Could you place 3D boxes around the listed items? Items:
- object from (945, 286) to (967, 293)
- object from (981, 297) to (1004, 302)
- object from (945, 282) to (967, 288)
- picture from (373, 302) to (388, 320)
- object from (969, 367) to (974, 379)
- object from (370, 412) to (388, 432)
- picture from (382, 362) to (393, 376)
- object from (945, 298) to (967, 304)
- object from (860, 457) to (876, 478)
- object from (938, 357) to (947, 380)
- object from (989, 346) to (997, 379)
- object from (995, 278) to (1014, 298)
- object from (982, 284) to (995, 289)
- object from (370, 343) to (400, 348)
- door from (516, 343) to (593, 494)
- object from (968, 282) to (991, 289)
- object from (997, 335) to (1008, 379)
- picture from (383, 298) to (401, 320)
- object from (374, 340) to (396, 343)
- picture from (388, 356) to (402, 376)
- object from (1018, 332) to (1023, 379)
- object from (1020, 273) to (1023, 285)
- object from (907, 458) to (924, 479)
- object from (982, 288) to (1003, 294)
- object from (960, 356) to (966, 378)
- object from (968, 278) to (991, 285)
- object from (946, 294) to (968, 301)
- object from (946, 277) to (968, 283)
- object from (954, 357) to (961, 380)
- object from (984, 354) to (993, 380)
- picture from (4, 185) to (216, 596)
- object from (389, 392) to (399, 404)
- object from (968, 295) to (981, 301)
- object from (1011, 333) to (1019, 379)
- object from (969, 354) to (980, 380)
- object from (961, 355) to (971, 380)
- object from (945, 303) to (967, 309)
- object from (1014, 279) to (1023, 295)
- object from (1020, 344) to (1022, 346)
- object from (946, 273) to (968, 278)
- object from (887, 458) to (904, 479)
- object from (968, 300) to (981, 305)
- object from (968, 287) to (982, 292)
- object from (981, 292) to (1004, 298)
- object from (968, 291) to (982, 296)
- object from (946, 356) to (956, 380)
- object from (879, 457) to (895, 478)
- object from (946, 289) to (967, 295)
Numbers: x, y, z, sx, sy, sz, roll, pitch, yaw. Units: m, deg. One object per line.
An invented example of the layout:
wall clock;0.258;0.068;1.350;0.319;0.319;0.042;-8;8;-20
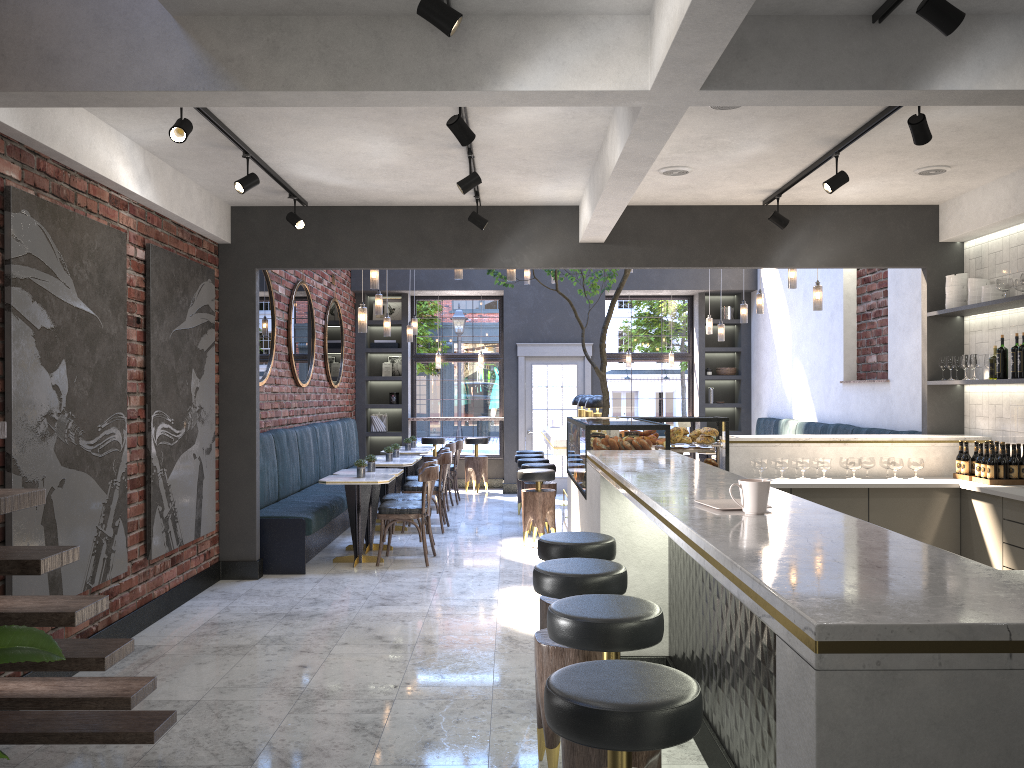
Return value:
object;3.464;-0.728;6.916;0.153;0.060;0.153;0;0;-18
object;3.529;-0.605;6.508;0.153;0.055;0.153;0;-1;-38
object;3.465;-0.764;6.913;0.154;0.076;0.153;0;0;21
picture;-2.045;-1.123;13.759;0.230;0.313;0.061;0;0;0
object;3.538;-0.125;6.811;0.070;0.188;0.070;0;0;-9
object;-2.038;0.574;13.606;0.250;0.323;0.241;0;0;0
picture;-1.939;-0.224;13.779;0.161;0.227;0.049;0;0;0
object;3.468;-0.636;6.919;0.153;0.074;0.154;0;0;3
object;2.654;0.622;6.625;0.114;0.147;0.114;0;0;5
object;3.428;-0.123;7.047;0.070;0.188;0.070;0;0;-9
object;3.483;-0.182;5.891;0.082;0.294;1.100;0;0;1
object;3.432;-0.657;6.179;0.114;0.147;0.114;0;0;5
object;3.529;-0.703;6.504;0.154;0.075;0.153;0;0;-33
object;-1.945;-0.585;13.599;0.412;0.084;0.286;0;0;0
door;0.631;0.508;13.094;1.132;2.219;0.152;0;0;0
object;3.527;-0.730;6.697;0.153;0.060;0.153;0;0;-18
object;3.494;-0.191;6.318;0.072;0.319;0.072;0;0;-16
picture;-1.880;-1.148;13.794;0.361;0.369;0.055;0;0;0
object;-1.950;-0.646;13.611;0.327;0.039;0.227;0;-1;-10
picture;-1.811;-0.274;13.804;0.247;0.326;0.044;0;0;0
object;3.494;-0.193;6.053;0.072;0.319;0.072;0;0;-16
object;3.433;-0.660;5.877;0.114;0.147;0.114;0;0;5
object;2.957;0.620;6.494;0.114;0.147;0.114;0;0;5
object;3.532;-0.670;6.505;0.153;0.062;0.153;0;-1;29
object;3.538;-0.124;6.929;0.070;0.188;0.070;0;0;-9
object;3.528;-0.766;6.694;0.154;0.076;0.153;0;0;21
object;3.468;-0.666;6.918;0.153;0.062;0.153;0;-1;29
object;3.467;-0.794;6.912;0.153;0.067;0.153;0;-1;-44
object;3.538;-0.123;7.047;0.070;0.188;0.070;0;0;-9
object;3.539;-0.128;6.575;0.070;0.188;0.070;0;0;14
picture;-2.324;0.111;5.496;0.033;2.027;2.821;0;0;0
object;-1.805;0.220;13.592;0.152;0.181;0.152;0;0;38
object;3.531;-0.639;6.700;0.153;0.074;0.154;0;0;3
object;3.494;-0.192;6.136;0.072;0.319;0.072;0;0;-16
object;3.429;-0.127;6.575;0.070;0.188;0.070;0;0;14
object;3.429;-0.126;6.693;0.070;0.188;0.070;0;0;-9
object;3.466;-0.601;6.922;0.153;0.055;0.153;0;-1;-38
object;3.564;-0.657;6.180;0.114;0.147;0.114;0;0;5
object;3.573;-0.156;6.219;0.082;0.246;0.082;0;0;27
object;3.464;-0.826;6.911;0.153;0.070;0.153;0;-1;-44
object;2.806;0.620;6.494;0.114;0.147;0.114;0;0;5
object;3.529;-0.603;6.702;0.153;0.055;0.153;0;-1;-38
object;3.529;-0.701;6.698;0.154;0.075;0.153;0;0;-33
object;3.531;-0.640;6.506;0.153;0.074;0.154;0;0;3
object;3.531;-0.669;6.699;0.153;0.062;0.153;0;-1;29
object;3.428;-0.124;6.929;0.070;0.188;0.070;0;0;-9
object;2.805;0.621;6.625;0.114;0.147;0.114;0;0;5
object;3.466;-0.699;6.917;0.154;0.075;0.153;0;0;-33
